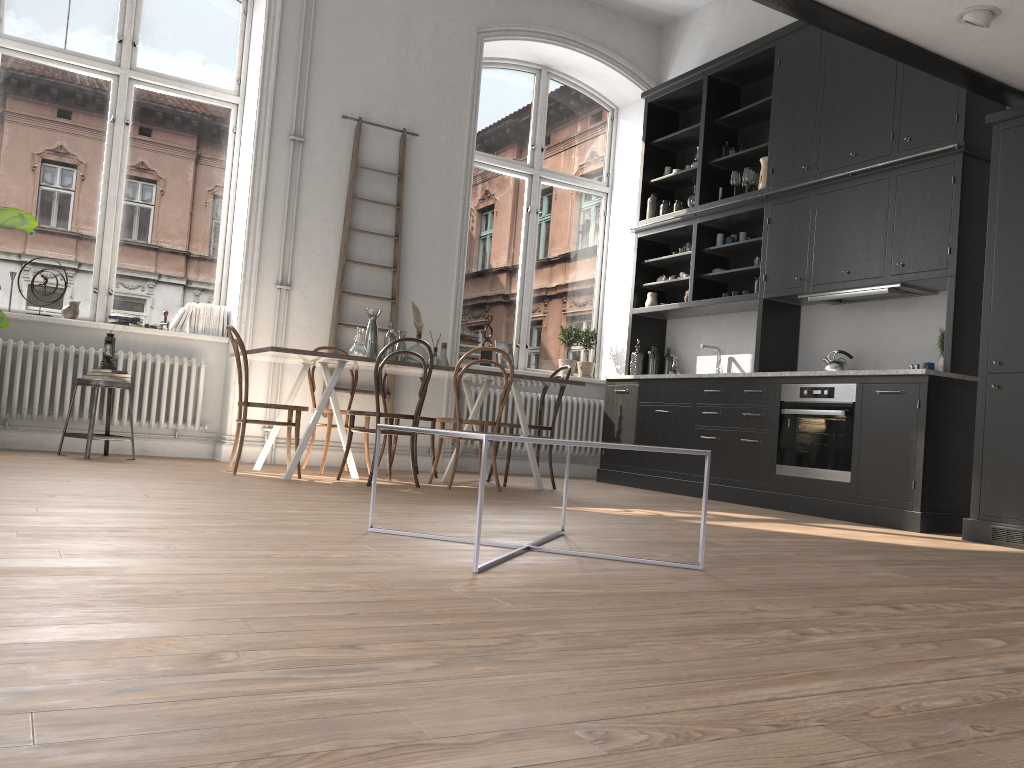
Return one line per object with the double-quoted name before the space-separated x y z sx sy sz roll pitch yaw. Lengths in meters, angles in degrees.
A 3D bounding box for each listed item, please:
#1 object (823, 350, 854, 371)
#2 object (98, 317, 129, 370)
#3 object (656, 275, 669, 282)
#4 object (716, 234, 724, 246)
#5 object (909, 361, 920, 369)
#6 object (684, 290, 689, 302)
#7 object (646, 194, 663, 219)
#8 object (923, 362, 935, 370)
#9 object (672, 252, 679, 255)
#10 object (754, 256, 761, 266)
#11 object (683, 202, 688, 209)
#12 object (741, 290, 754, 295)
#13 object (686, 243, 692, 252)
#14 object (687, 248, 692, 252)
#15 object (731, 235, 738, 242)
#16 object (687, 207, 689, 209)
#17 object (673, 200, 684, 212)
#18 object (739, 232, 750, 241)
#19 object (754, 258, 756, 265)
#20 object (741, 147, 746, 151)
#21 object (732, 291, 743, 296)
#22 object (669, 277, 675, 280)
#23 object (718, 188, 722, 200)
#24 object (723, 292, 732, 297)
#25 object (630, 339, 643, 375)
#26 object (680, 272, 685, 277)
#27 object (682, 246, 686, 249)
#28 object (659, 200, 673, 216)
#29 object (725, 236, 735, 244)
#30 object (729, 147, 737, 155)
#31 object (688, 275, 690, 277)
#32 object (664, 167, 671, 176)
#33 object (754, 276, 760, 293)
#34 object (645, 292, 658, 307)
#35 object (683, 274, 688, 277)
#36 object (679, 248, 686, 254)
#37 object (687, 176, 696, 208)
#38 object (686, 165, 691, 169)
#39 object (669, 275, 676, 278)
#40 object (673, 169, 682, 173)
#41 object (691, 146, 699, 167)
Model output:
"object" 2.273 -0.146 6.199 0.171 0.186 0.171 5 -3 -19
"object" -2.734 -0.285 6.087 0.154 0.383 0.163 3 -3 34
"object" 1.367 -0.936 8.016 0.125 0.100 0.140 2 -4 42
"object" 1.735 -1.174 7.380 0.059 0.135 0.082 3 -3 28
"object" 2.627 -0.096 5.791 0.040 0.116 0.080 6 -3 -24
"object" 1.499 -0.735 7.521 0.069 0.123 0.173 4 -3 3
"object" 1.288 -1.588 8.005 0.118 0.238 0.118 7 -3 -44
"object" 2.664 -0.088 5.680 0.140 0.093 0.082 7 -3 -39
"object" 1.447 -1.132 7.808 0.071 0.047 0.072 4 -3 8
"object" 1.918 -0.945 6.921 0.058 0.094 0.058 4 -3 10
"object" 1.528 -1.540 7.964 0.092 0.184 0.092 3 -3 26
"object" 1.847 -0.705 6.926 0.104 0.059 0.088 6 -3 -21
"object" 1.532 -1.162 7.677 0.060 0.107 0.060 5 -2 -2
"object" 1.538 -1.135 7.606 0.071 0.047 0.072 4 -3 8
"object" 1.834 -1.168 7.374 0.082 0.135 0.059 5 -2 -2
"object" 1.597 -1.547 7.798 0.092 0.184 0.092 5 -3 -15
"object" 1.469 -1.539 7.827 0.097 0.150 0.096 7 -3 -41
"object" 1.897 -1.169 7.250 0.082 0.135 0.059 2 -3 43
"object" 1.926 -0.941 6.993 0.058 0.094 0.058 4 -3 10
"object" 1.913 -1.893 7.306 0.044 0.121 0.058 5 -2 -2
"object" 1.780 -0.706 7.002 0.104 0.059 0.088 2 -3 39
"object" 1.419 -0.925 7.865 0.055 0.033 0.058 3 -3 35
"object" 1.724 -1.549 7.336 0.123 0.161 0.123 5 -3 -21
"object" 1.731 -0.705 7.104 0.088 0.059 0.104 7 -4 -41
"object" 1.122 -0.228 7.948 0.109 0.349 0.109 2 -3 42
"object" 1.487 -0.943 7.733 0.039 0.055 0.049 5 -3 -9
"object" 1.529 -1.155 7.819 0.060 0.107 0.060 3 -3 28
"object" 1.372 -1.546 7.889 0.114 0.155 0.114 6 -3 -26
"object" 1.786 -1.155 7.275 0.082 0.093 0.140 3 -3 26
"object" 1.825 -1.899 7.329 0.053 0.125 0.041 3 -3 28
"object" 1.553 -0.915 7.653 0.049 0.041 0.056 3 -3 33
"object" 1.417 -1.901 8.079 0.059 0.135 0.082 5 -2 -2
"object" 1.936 -0.769 6.829 0.124 0.191 0.129 5 -3 -2
"object" 1.261 -0.742 7.974 0.115 0.144 0.127 2 -3 39
"object" 1.498 -0.921 7.664 0.049 0.054 0.039 5 -3 -4
"object" 1.483 -1.143 7.734 0.064 0.069 0.064 4 -3 18
"object" 1.561 -1.651 7.517 0.134 0.357 0.134 4 -3 16
"object" 1.590 -1.893 7.968 0.059 0.135 0.082 5 -3 -7
"object" 1.420 -0.944 7.866 0.055 0.047 0.058 5 -3 -15
"object" 1.489 -1.880 7.997 0.096 0.095 0.096 4 -3 5
"object" 1.622 -1.946 7.701 0.132 0.219 0.132 3 -3 35
